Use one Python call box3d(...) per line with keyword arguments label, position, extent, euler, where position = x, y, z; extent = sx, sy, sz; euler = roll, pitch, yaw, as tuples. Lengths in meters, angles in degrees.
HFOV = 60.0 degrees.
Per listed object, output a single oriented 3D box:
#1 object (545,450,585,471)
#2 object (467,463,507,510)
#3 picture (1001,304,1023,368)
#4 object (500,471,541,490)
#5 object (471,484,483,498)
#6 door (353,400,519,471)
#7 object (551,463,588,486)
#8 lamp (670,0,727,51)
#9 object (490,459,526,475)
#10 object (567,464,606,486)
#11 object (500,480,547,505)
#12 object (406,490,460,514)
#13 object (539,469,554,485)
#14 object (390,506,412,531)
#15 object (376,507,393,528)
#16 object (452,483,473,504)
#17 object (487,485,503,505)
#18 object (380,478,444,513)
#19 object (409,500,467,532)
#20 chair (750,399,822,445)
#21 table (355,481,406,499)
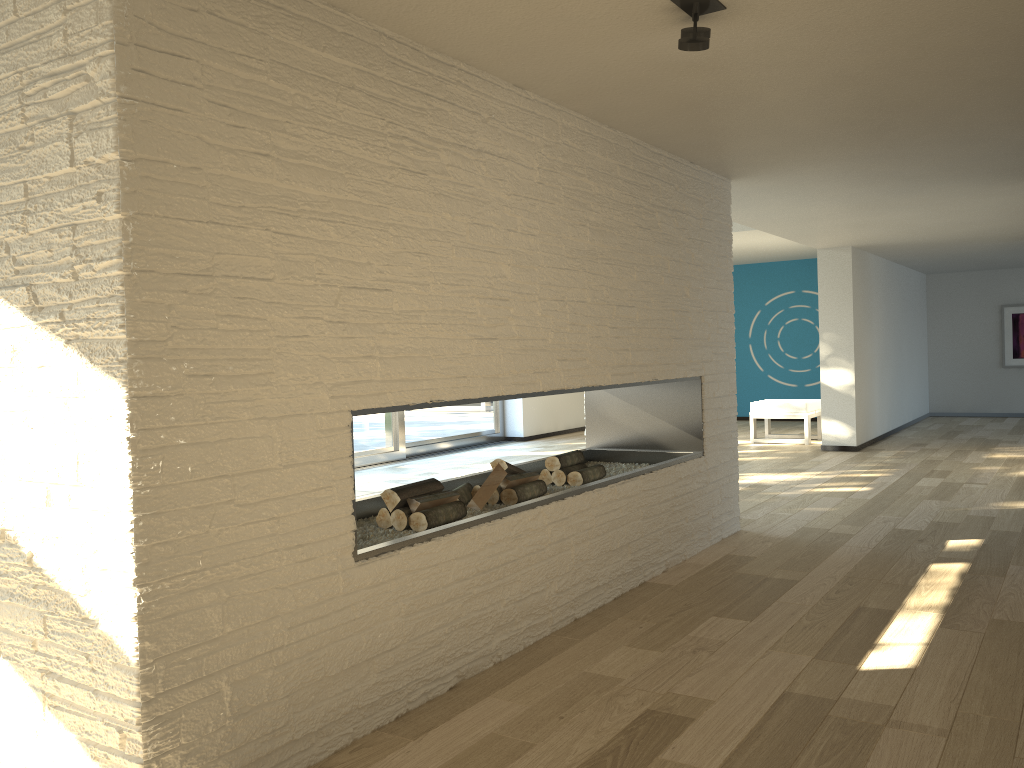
box3d(label="object", position=(0.248, 0.356, 4.135), extent=(0.082, 0.073, 0.237), euler=(-1, 2, 32))
box3d(label="object", position=(-0.102, 0.405, 3.510), extent=(0.064, 0.165, 0.225), euler=(-1, 2, 32))
box3d(label="picture", position=(6.858, -0.628, 11.419), extent=(0.958, 0.828, 0.017), euler=(-1, 1, 33))
box3d(label="object", position=(0.031, 0.400, 3.664), extent=(0.064, 0.060, 0.229), euler=(-1, 2, 34))
box3d(label="object", position=(-0.076, 0.443, 3.710), extent=(0.075, 0.074, 0.246), euler=(-1, 2, 32))
box3d(label="door", position=(-1.399, -0.172, 6.753), extent=(19.438, 2.373, 22.957), euler=(-1, 2, 33))
box3d(label="object", position=(0.272, 0.420, 4.109), extent=(0.076, 0.076, 0.236), euler=(-1, 2, 32))
box3d(label="lamp", position=(0.497, -0.960, 2.417), extent=(0.135, 0.153, 0.234), euler=(-1, 2, 33))
box3d(label="object", position=(0.008, 0.391, 3.773), extent=(0.093, 0.170, 0.272), euler=(-1, 2, 32))
box3d(label="object", position=(0.344, 0.419, 4.074), extent=(0.082, 0.073, 0.237), euler=(-1, 2, 32))
box3d(label="object", position=(0.051, 0.442, 3.624), extent=(0.082, 0.073, 0.237), euler=(-1, 2, 32))
box3d(label="object", position=(-0.280, 0.425, 3.187), extent=(0.064, 0.060, 0.229), euler=(-1, 2, 34))
box3d(label="object", position=(0.218, 0.420, 4.160), extent=(0.075, 0.074, 0.246), euler=(-1, 2, 32))
box3d(label="object", position=(-0.332, 0.468, 3.182), extent=(0.076, 0.076, 0.236), euler=(-1, 2, 32))
box3d(label="object", position=(-0.387, 0.468, 3.233), extent=(0.075, 0.074, 0.246), euler=(-1, 2, 32))
box3d(label="object", position=(-0.211, 0.452, 3.570), extent=(0.075, 0.074, 0.246), euler=(-2, 2, 12))
box3d(label="object", position=(-0.021, 0.443, 3.659), extent=(0.076, 0.076, 0.236), euler=(-1, 2, 32))
box3d(label="object", position=(-0.358, 0.402, 3.214), extent=(0.093, 0.088, 0.260), euler=(-1, 2, 32))
box3d(label="object", position=(-0.260, 0.467, 3.147), extent=(0.082, 0.073, 0.237), euler=(-1, 2, 32))
box3d(label="chair", position=(2.968, 0.398, 9.579), extent=(0.611, 0.442, 0.610), euler=(-1, 2, 33))
box3d(label="table", position=(-1.149, 0.751, 4.679), extent=(1.220, 0.305, 1.221), euler=(-1, 2, 33))
